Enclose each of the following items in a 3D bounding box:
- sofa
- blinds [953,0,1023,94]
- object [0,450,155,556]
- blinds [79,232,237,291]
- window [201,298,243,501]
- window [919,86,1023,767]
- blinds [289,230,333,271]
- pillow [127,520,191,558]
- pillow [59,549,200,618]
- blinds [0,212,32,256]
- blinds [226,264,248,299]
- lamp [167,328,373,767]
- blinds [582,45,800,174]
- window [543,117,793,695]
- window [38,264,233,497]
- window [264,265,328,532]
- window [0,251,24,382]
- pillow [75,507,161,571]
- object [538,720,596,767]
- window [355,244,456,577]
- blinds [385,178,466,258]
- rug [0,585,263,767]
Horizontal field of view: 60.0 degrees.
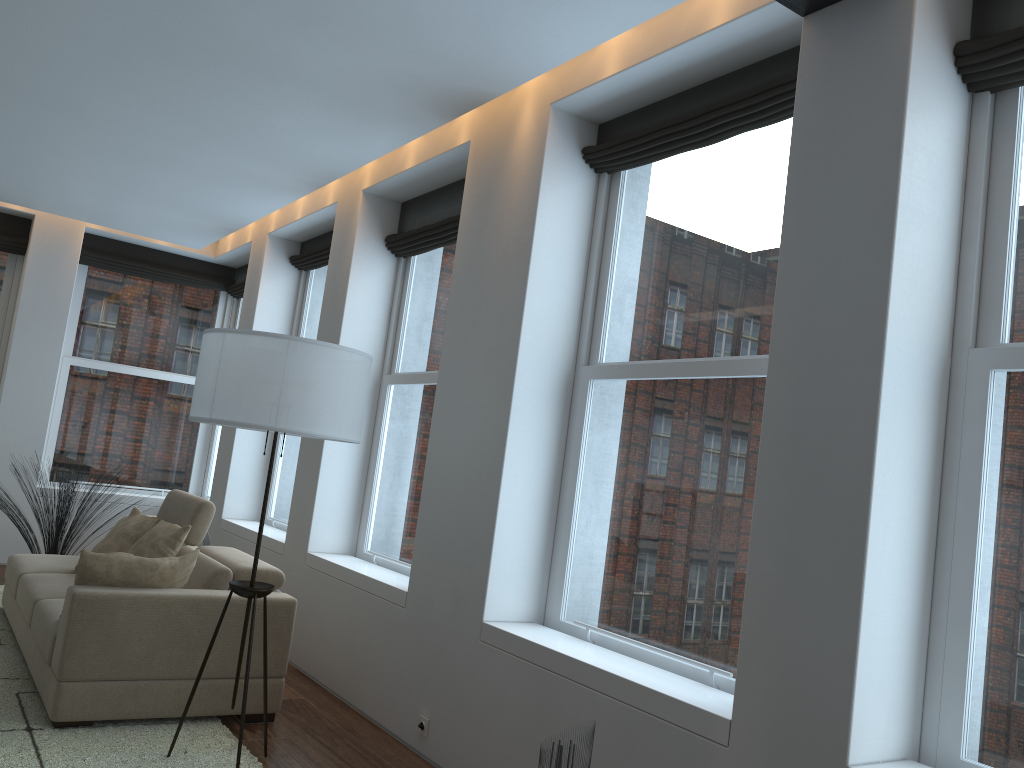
[{"bbox_3d":[-2.174,1.085,5.060,1.018,0.950,2.581,11,-7,-33],"label":"sofa"},{"bbox_3d":[1.771,-1.073,2.082,0.183,0.395,1.431,11,-7,-33],"label":"blinds"},{"bbox_3d":[-3.354,1.022,6.451,1.125,1.014,1.119,2,-8,43],"label":"object"},{"bbox_3d":[-3.364,-1.134,8.483,1.442,0.312,0.155,11,-7,-33],"label":"blinds"},{"bbox_3d":[-0.960,1.709,16.662,34.761,17.917,13.698,11,-7,-33],"label":"window"},{"bbox_3d":[1.703,-0.060,2.022,0.123,2.400,1.432,11,-7,-33],"label":"window"},{"bbox_3d":[-1.380,-1.064,6.799,0.156,0.275,1.442,11,-7,-33],"label":"blinds"},{"bbox_3d":[-2.005,0.956,4.869,0.301,0.439,0.534,12,-7,-37],"label":"pillow"},{"bbox_3d":[-1.777,0.930,4.106,0.518,0.393,0.395,12,-7,-37],"label":"pillow"},{"bbox_3d":[-4.868,-1.410,7.473,1.422,0.363,0.156,11,-7,-33],"label":"blinds"},{"bbox_3d":[-2.399,-1.017,8.302,0.156,0.327,1.377,11,-7,-33],"label":"blinds"},{"bbox_3d":[-1.043,0.689,3.633,0.698,1.728,0.698,9,-6,-10],"label":"lamp"},{"bbox_3d":[0.778,-1.109,3.599,0.156,0.275,1.396,11,-7,-33],"label":"blinds"},{"bbox_3d":[0.690,-0.039,3.524,0.123,2.400,1.391,11,-7,-33],"label":"window"},{"bbox_3d":[-3.538,-0.089,8.456,1.474,2.400,0.123,11,-7,-33],"label":"window"},{"bbox_3d":[-1.470,0.006,6.726,0.123,2.400,1.444,11,-7,-33],"label":"window"},{"bbox_3d":[-5.054,-0.393,7.446,1.420,2.400,0.123,11,-7,-33],"label":"window"},{"bbox_3d":[-2.366,0.972,5.379,0.368,0.416,0.519,12,-7,-38],"label":"pillow"},{"bbox_3d":[0.084,1.154,2.004,0.458,0.781,0.458,11,-7,-34],"label":"object"},{"bbox_3d":[-0.466,-0.015,5.238,0.123,2.400,1.345,11,-7,-33],"label":"window"},{"bbox_3d":[-0.386,-1.026,5.307,0.156,0.393,1.342,11,-7,-33],"label":"blinds"},{"bbox_3d":[-3.281,1.336,4.333,2.972,0.020,4.231,11,-7,-33],"label":"rug"}]
